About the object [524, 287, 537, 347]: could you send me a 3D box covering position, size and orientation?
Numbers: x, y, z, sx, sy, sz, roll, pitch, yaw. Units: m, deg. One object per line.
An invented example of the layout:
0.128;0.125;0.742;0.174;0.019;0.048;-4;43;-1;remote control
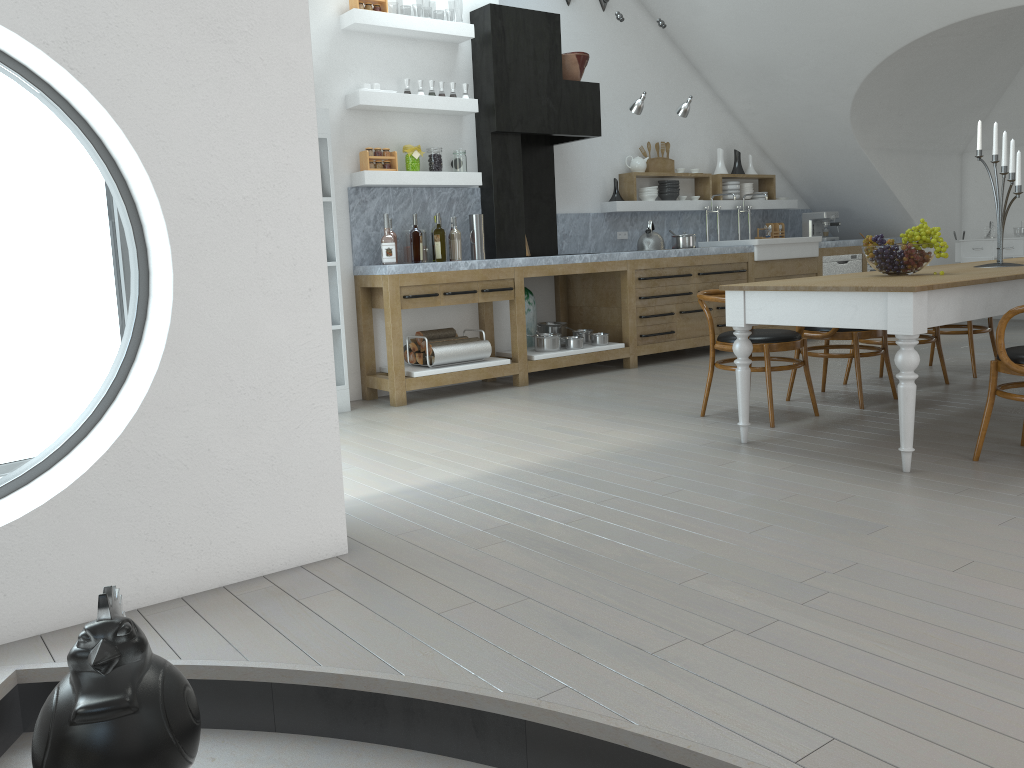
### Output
0.095;-0.564;7.440;0.231;0.496;0.231;-2;7;5;object

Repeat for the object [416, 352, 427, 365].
-0.481;-0.215;6.530;0.480;0.083;0.093;-10;10;-39;object

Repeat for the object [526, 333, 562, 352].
0.228;-0.340;7.083;0.379;0.163;0.223;5;11;42;object

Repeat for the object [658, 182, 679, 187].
1.533;-1.922;8.659;0.205;0.083;0.206;-4;8;-9;object

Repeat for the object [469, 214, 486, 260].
-0.273;-1.106;6.683;0.164;0.338;0.114;-7;8;-33;object

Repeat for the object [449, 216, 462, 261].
-0.416;-1.067;6.532;0.085;0.329;0.086;-6;8;-28;object

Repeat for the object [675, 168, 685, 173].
1.665;-2.103;8.768;0.099;0.048;0.099;-9;10;-38;object

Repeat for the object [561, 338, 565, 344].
0.335;-0.368;7.358;0.508;0.052;0.264;2;10;30;object

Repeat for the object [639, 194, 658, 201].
1.308;-1.781;8.499;0.181;0.063;0.182;-5;9;-14;object

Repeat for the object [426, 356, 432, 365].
-0.436;-0.198;6.471;0.423;0.067;0.067;-10;10;-39;object

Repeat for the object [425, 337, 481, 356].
-0.421;-0.273;6.428;0.438;0.093;0.092;-10;10;-39;object

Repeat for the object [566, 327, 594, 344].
0.585;-0.413;7.534;0.182;0.133;0.310;-4;8;-12;object

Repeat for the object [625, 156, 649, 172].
1.191;-2.085;8.421;0.174;0.168;0.168;3;10;37;object

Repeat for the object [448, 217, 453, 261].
-0.436;-1.084;6.640;0.081;0.328;0.081;-4;7;-9;object

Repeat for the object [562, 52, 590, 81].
0.460;-2.571;7.283;0.348;0.236;0.367;-6;8;-19;object

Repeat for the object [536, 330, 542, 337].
0.265;-0.355;6.976;0.191;0.152;0.052;-9;9;-36;object

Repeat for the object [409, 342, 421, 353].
-0.545;-0.289;6.559;0.436;0.079;0.115;-10;10;-39;object

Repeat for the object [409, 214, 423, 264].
-0.675;-1.015;6.227;0.092;0.358;0.093;-3;7;-2;object

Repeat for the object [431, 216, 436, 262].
-0.543;-1.056;6.463;0.092;0.338;0.092;-5;7;-18;object

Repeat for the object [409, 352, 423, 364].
-0.549;-0.220;6.584;0.456;0.089;0.091;-10;10;-39;object

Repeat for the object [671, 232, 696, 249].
1.612;-1.315;8.152;0.232;0.170;0.396;2;10;33;object

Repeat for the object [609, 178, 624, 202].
0.971;-1.810;8.267;0.156;0.218;0.156;2;9;35;object

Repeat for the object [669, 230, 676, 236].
1.527;-1.334;8.129;0.051;0.166;0.236;-9;10;-41;object

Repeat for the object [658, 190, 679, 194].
1.533;-1.847;8.662;0.205;0.086;0.206;-3;8;1;object

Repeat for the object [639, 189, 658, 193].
1.308;-1.827;8.494;0.181;0.069;0.181;-6;9;-19;object

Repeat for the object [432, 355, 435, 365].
-0.385;-0.193;6.408;0.423;0.067;0.067;-10;10;-39;object

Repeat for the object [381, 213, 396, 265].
-0.869;-1.008;6.189;0.088;0.358;0.086;-5;7;-15;object

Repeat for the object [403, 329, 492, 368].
-0.482;-0.266;6.539;0.528;0.230;0.430;-9;10;-38;object

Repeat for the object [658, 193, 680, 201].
1.535;-1.821;8.665;0.206;0.072;0.206;4;11;41;object

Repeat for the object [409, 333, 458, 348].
-0.580;-0.322;6.628;0.423;0.072;0.071;-10;10;-39;object

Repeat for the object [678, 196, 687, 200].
1.690;-1.840;8.809;0.099;0.048;0.099;-9;10;-38;object

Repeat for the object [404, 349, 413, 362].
-0.600;-0.236;6.653;0.438;0.092;0.092;-10;10;-39;object

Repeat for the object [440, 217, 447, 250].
-0.530;-1.072;6.589;0.085;0.329;0.086;-6;8;-28;object

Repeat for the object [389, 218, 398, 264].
-0.860;-1.012;6.309;0.085;0.329;0.086;-6;8;-28;object

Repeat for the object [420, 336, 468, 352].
-0.491;-0.291;6.471;0.363;0.086;0.101;-10;10;-39;object

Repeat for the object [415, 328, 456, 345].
-0.556;-0.349;6.489;0.292;0.102;0.104;-9;10;-39;object

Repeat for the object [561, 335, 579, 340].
0.454;-0.371;7.318;0.248;0.045;0.041;-9;10;-37;object

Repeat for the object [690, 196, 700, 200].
1.844;-1.865;8.922;0.099;0.048;0.099;-9;10;-38;object

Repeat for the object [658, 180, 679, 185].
1.528;-1.950;8.657;0.206;0.080;0.206;-8;10;-34;object

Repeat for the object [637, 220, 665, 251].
1.228;-1.318;7.857;0.246;0.267;0.247;-7;8;-26;object

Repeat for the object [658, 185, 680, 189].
1.533;-1.897;8.658;0.206;0.072;0.206;4;11;41;object

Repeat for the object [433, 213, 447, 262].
-0.519;-1.044;6.346;0.092;0.357;0.093;-2;7;7;object

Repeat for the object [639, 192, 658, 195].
1.307;-1.803;8.495;0.181;0.065;0.182;-3;8;1;object

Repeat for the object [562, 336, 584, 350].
0.461;-0.337;7.122;0.261;0.112;0.154;5;11;42;object

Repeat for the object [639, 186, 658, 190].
1.308;-1.855;8.492;0.181;0.076;0.181;-3;8;1;object

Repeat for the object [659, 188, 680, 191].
1.537;-1.874;8.656;0.205;0.086;0.206;-2;8;6;object

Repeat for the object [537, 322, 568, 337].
0.264;-0.463;7.776;0.455;0.196;0.269;-3;8;-2;object

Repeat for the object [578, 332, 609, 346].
0.690;-0.377;7.317;0.154;0.112;0.261;-9;10;-37;object

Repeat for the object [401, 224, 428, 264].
-0.706;-1.019;6.428;0.184;0.285;0.184;-4;8;-12;object
